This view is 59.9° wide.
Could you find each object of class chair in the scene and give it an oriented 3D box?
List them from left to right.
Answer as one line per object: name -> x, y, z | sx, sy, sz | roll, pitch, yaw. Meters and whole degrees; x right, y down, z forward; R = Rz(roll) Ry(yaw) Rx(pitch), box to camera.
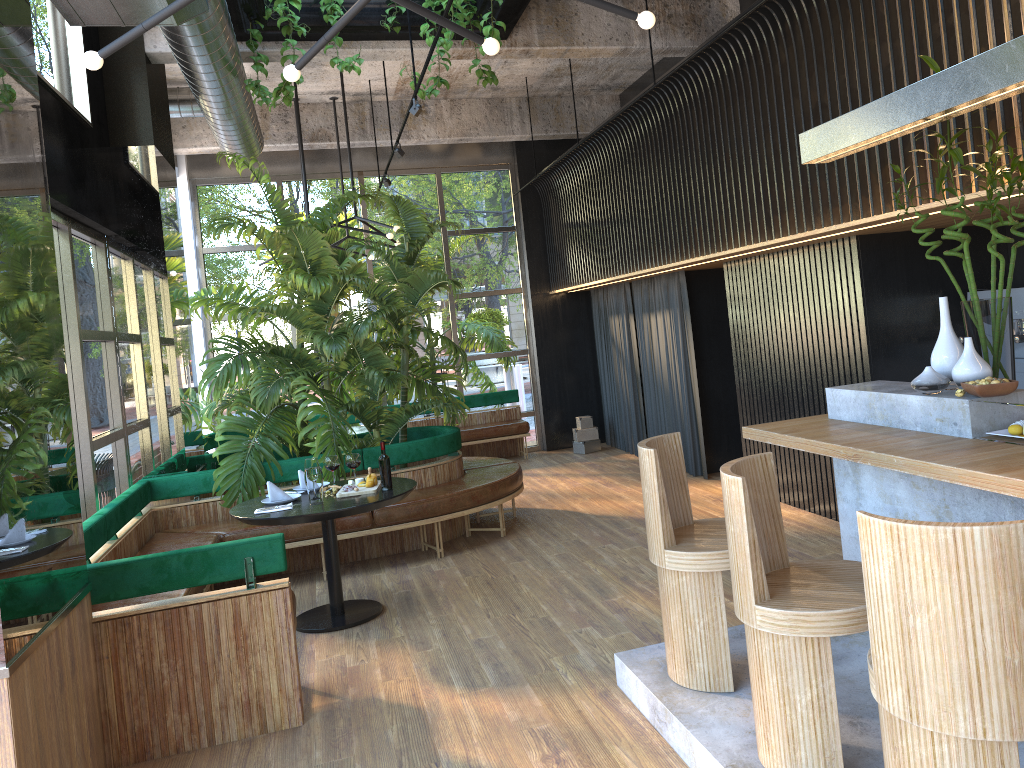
chair -> 0.847, 0.707, 3.713 | 0.553, 0.968, 0.542 | -6, 1, -4
chair -> 1.013, 0.741, 2.940 | 0.576, 0.968, 0.520 | -7, 1, -39
chair -> 1.184, 0.769, 2.228 | 0.540, 0.968, 0.555 | -6, 1, 9

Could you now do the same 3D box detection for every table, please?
table -> -1.919, 0.897, 9.208 | 1.155, 0.749, 1.048 | -8, 3, -34
table -> -1.103, 1.058, 5.441 | 1.044, 0.749, 1.158 | -4, 3, 45

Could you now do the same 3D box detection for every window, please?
window -> 0.085, -1.691, 1.445 | 4.255, 6.482, 19.857 | -6, 3, -12

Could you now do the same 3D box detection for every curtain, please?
curtain -> 1.443, -0.176, 10.075 | 0.125, 2.055, 3.193 | -6, 2, -12

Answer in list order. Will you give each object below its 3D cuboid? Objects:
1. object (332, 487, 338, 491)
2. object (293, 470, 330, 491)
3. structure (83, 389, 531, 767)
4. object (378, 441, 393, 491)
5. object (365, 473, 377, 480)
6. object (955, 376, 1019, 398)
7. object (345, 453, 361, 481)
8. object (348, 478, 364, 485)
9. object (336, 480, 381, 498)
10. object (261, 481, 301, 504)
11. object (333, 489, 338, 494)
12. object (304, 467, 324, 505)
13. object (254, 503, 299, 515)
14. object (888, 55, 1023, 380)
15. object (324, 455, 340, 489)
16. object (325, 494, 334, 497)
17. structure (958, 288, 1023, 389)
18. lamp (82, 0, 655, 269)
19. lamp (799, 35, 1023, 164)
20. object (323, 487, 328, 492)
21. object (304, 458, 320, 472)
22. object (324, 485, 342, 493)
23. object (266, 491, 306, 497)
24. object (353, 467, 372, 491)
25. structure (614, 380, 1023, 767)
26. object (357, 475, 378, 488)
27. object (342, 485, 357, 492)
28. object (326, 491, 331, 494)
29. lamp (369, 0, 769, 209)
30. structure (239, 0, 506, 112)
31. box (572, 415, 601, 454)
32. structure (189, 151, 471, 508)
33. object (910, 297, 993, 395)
object -> -1.104, 0.658, 5.541 | 0.033, 0.032, 0.036 | -7, 2, -16
object -> -1.306, 0.616, 5.763 | 0.244, 0.139, 0.222 | -8, 3, -30
structure -> 1.430, 0.632, 1.774 | 6.198, 1.546, 19.616 | -7, 4, -12
object -> -0.778, 0.497, 5.426 | 0.068, 0.298, 0.068 | -6, 0, 2
object -> -0.911, 0.606, 5.721 | 0.060, 0.072, 0.204 | -7, 3, -22
object -> 1.843, 0.010, 3.474 | 0.193, 0.073, 0.227 | -6, 3, 6
object -> -1.019, 0.552, 5.725 | 0.107, 0.200, 0.098 | -6, 1, -25
object -> -0.947, 0.615, 5.610 | 0.196, 0.038, 0.063 | -5, 3, 18
object -> -0.943, 0.649, 5.512 | 0.241, 0.019, 0.350 | -6, 4, -3
object -> -1.408, 0.651, 5.403 | 0.244, 0.139, 0.222 | -8, 3, -30
object -> -1.086, 0.662, 5.454 | 0.033, 0.031, 0.039 | -6, 2, 11
object -> -1.157, 0.597, 5.207 | 0.102, 0.209, 0.109 | -6, 1, 21
object -> -1.360, 0.717, 5.154 | 0.262, 0.019, 0.153 | -7, 4, -15
object -> 1.965, -0.611, 3.759 | 0.649, 1.547, 0.607 | -6, 0, 24
object -> -1.155, 0.566, 5.727 | 0.107, 0.200, 0.098 | -6, 1, -25
object -> -1.113, 0.677, 5.405 | 0.064, 0.013, 0.144 | -7, 4, -18
structure -> 3.323, 0.151, 5.621 | 0.565, 1.592, 0.817 | -6, 1, -14
lamp -> 1.295, -2.139, 2.071 | 5.227, 1.820, 18.435 | -7, 4, -12
lamp -> 3.280, -2.175, 1.678 | 5.148, 2.129, 6.532 | -7, 4, -20
object -> -1.180, 0.665, 5.611 | 0.024, 0.025, 0.046 | -6, 3, 5
object -> -1.201, 0.572, 5.365 | 0.097, 0.244, 0.088 | -6, 0, -31
object -> -1.122, 0.658, 5.600 | 0.099, 0.028, 0.127 | -6, 4, 1
object -> -1.453, 0.695, 5.641 | 0.243, 0.019, 0.165 | -3, 5, 35
object -> -0.911, 0.580, 5.427 | 0.146, 0.123, 0.095 | -7, 2, -33
structure -> 3.947, 0.283, 1.639 | 6.010, 1.727, 6.948 | -7, 4, -14
object -> -0.900, 0.602, 5.521 | 0.100, 0.064, 0.161 | -8, 4, -44
object -> -0.999, 0.640, 5.492 | 0.104, 0.013, 0.217 | -7, 4, -8
object -> -1.138, 0.671, 5.502 | 0.033, 0.019, 0.037 | -6, 3, -2
lamp -> -0.591, -2.349, 5.873 | 3.901, 1.528, 9.766 | -7, 4, -15
structure -> -0.885, -2.763, 6.539 | 2.124, 1.514, 1.447 | -5, 2, 14
box -> 0.920, 0.627, 11.084 | 0.345, 0.441, 0.269 | -7, 1, -26
structure -> -1.561, -0.334, 7.729 | 2.540, 3.431, 2.556 | -7, 1, -29
object -> 1.842, -0.167, 3.725 | 0.305, 0.397, 0.331 | -5, 2, 35
